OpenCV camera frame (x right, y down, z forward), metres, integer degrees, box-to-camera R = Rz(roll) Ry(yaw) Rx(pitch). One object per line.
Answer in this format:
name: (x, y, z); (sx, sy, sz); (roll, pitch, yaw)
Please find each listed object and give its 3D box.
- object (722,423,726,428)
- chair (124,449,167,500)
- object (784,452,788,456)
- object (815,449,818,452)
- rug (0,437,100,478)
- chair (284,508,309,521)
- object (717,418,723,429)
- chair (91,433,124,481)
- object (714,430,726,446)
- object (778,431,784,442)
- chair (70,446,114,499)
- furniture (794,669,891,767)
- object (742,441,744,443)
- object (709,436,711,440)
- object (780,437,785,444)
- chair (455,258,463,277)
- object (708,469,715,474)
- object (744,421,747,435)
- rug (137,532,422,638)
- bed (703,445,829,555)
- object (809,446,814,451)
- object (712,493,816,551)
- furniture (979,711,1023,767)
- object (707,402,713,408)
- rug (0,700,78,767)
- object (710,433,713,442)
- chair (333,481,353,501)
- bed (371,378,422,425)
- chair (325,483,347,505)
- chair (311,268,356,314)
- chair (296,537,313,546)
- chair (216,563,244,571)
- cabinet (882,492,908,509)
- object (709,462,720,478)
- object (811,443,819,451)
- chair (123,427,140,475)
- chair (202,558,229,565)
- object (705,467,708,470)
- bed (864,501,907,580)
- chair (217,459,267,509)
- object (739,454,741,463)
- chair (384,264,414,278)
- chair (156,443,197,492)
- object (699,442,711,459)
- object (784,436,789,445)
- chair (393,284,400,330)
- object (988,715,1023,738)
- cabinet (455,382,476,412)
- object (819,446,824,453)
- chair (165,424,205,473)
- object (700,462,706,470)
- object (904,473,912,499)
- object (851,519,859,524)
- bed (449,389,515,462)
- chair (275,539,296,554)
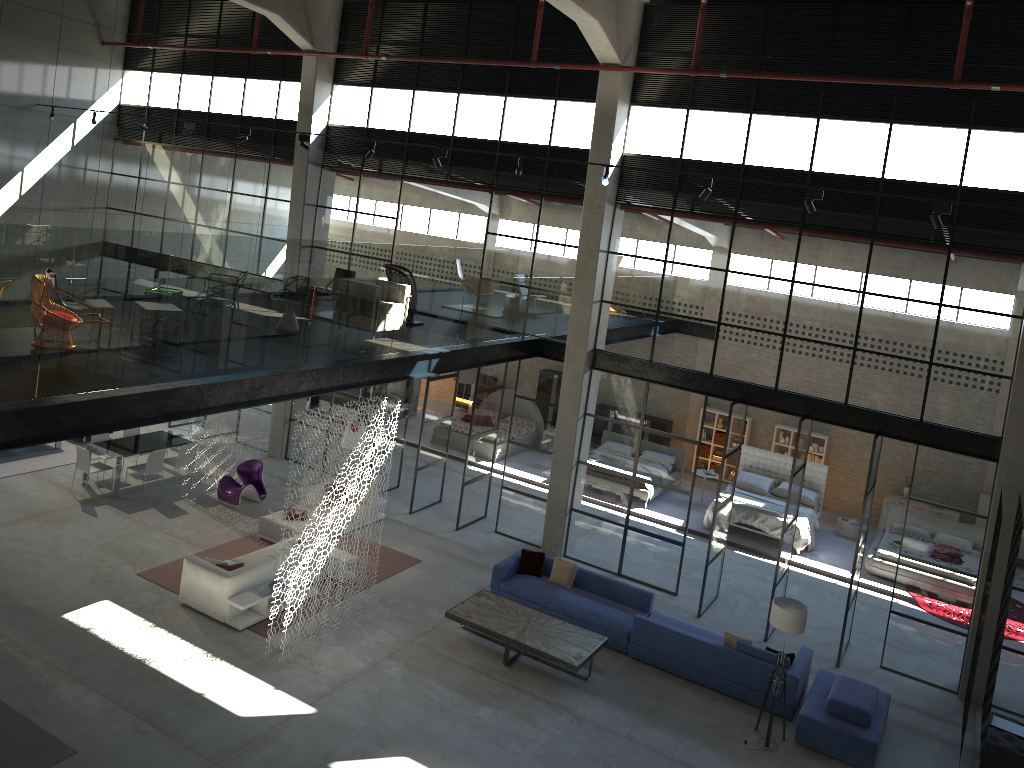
object: (5.386, 1.053, 22.328); (0.184, 0.130, 0.188); (7, 9, -8)
chair: (-6.725, 1.591, 16.124); (0.551, 0.863, 0.420); (11, 6, 28)
object: (6.702, 1.783, 21.475); (0.098, 0.201, 0.100); (3, 7, -45)
object: (7.308, 1.605, 21.086); (0.065, 0.063, 0.067); (6, 8, -14)
rug: (-9.824, 1.341, 17.400); (2.438, 0.025, 3.406); (14, 13, 27)
chair: (-3.688, 2.216, 15.004); (0.413, 0.107, 0.415); (5, 11, -15)
object: (5.271, 1.000, 22.219); (0.155, 0.246, 0.155); (10, 6, 20)
chair: (-7.714, 1.342, 16.676); (0.551, 0.863, 0.420); (11, 6, 28)
object: (5.348, 1.387, 22.266); (0.327, 0.294, 0.325); (12, 9, 28)
object: (6.626, 1.301, 21.615); (0.094, 0.260, 0.096); (7, 4, -11)
chair: (-7.546, 1.539, 15.812); (0.425, 0.862, 0.546); (11, 6, 28)
furniture: (4.322, 4.215, 11.374); (0.960, 0.548, 1.544); (13, 11, 28)
object: (5.725, 1.421, 22.085); (0.263, 0.132, 0.058); (13, 6, 28)
object: (5.106, 1.394, 22.556); (0.065, 0.106, 0.066); (6, 6, -17)
object: (6.621, 1.383, 21.483); (0.111, 0.155, 0.109); (13, 8, 39)
chair: (-0.795, -2.204, 19.453); (0.971, 1.018, 0.806); (3, 8, -33)
object: (4.536, 1.990, 19.930); (0.167, 0.089, 0.171); (6, 10, -10)
object: (5.747, 1.078, 22.052); (0.327, 0.294, 0.325); (12, 9, 28)
rug: (-3.543, 2.914, 13.948); (2.678, 0.020, 3.645); (14, 13, 27)
bed: (5.470, 2.414, 18.742); (2.244, 1.403, 2.326); (13, 10, 27)
object: (7.215, 1.557, 21.138); (0.117, 0.111, 0.116); (12, 9, 31)
object: (5.199, 2.799, 18.336); (2.310, 0.652, 0.653); (15, 10, 31)
furniture: (6.272, 4.628, 11.112); (0.516, 0.450, 0.962); (13, 11, 33)
object: (5.076, 0.533, 22.598); (0.236, 0.150, 0.053); (12, 6, 26)
rug: (-6.476, 3.687, 8.054); (2.678, 0.020, 3.645); (14, 13, 27)
object: (5.107, 1.356, 22.434); (0.080, 0.226, 0.082); (6, 5, -31)
chair: (-3.124, 1.979, 16.202); (0.378, 0.334, 0.258); (4, 7, -28)
bed: (-3.933, -0.271, 23.841); (2.274, 2.059, 2.320); (12, 9, 28)
chair: (-3.203, 2.006, 16.013); (0.408, 0.332, 0.261); (4, 8, -28)
chair: (-3.088, -1.608, 15.405); (0.525, 0.817, 0.558); (11, 6, 28)
chair: (-3.283, 2.505, 13.480); (0.271, 0.319, 0.397); (12, 9, 30)
chair: (-3.968, 2.643, 12.348); (0.400, 0.332, 0.287); (6, 7, -16)
cabinet: (9.250, 3.059, 19.924); (1.570, 0.693, 0.532); (13, 8, 28)
object: (5.227, 2.195, 22.314); (0.327, 0.294, 0.325); (12, 9, 28)
object: (7.326, 1.524, 21.234); (0.174, 0.168, 0.177); (7, 7, -4)
chair: (-7.374, 1.266, 17.288); (0.551, 0.863, 0.420); (11, 6, 28)
chair: (-4.192, 2.591, 12.499); (0.391, 0.269, 0.322); (9, 8, 3)
object: (5.015, 2.207, 22.550); (0.117, 0.116, 0.119); (4, 8, -30)
bed: (8.352, 3.308, 17.478); (2.268, 0.915, 2.566); (13, 12, 28)
chair: (-5.015, 1.837, 16.394); (0.663, 0.741, 0.799); (12, 8, 28)
object: (5.626, 1.874, 22.101); (0.327, 0.294, 0.325); (12, 9, 28)
chair: (-2.036, -1.641, 15.890); (0.687, 0.977, 0.839); (8, 7, -2)
chair: (-6.386, 1.516, 16.736); (0.551, 0.863, 0.420); (11, 6, 28)
object: (4.944, 1.706, 22.482); (0.327, 0.294, 0.325); (12, 9, 28)
object: (6.738, 1.375, 21.493); (0.099, 0.202, 0.101); (5, 6, -33)
chair: (-2.238, -1.220, 14.045); (0.814, 0.824, 0.986); (12, 9, 28)
object: (6.376, 4.435, 11.219); (0.525, 0.098, 0.301); (15, 13, 33)
cabinet: (-1.058, 0.295, 25.792); (1.053, 1.150, 0.450); (12, 5, 28)
object: (7.467, 1.577, 21.154); (0.141, 0.136, 0.144); (1, 10, -44)
chair: (-6.554, 1.318, 17.600); (0.425, 0.862, 0.546); (11, 6, 28)
object: (4.888, 2.143, 22.479); (0.138, 0.233, 0.141); (6, 6, -25)
object: (9.136, 2.313, 20.128); (0.225, 0.660, 0.298); (5, 5, -37)
object: (7.459, 2.986, 19.079); (0.171, 0.089, 0.168); (16, 13, 41)
bed: (-0.556, 0.913, 22.304); (2.054, 1.266, 2.350); (13, 11, 28)
chair: (-3.460, 2.529, 13.233); (0.271, 0.315, 0.396); (10, 8, 15)
